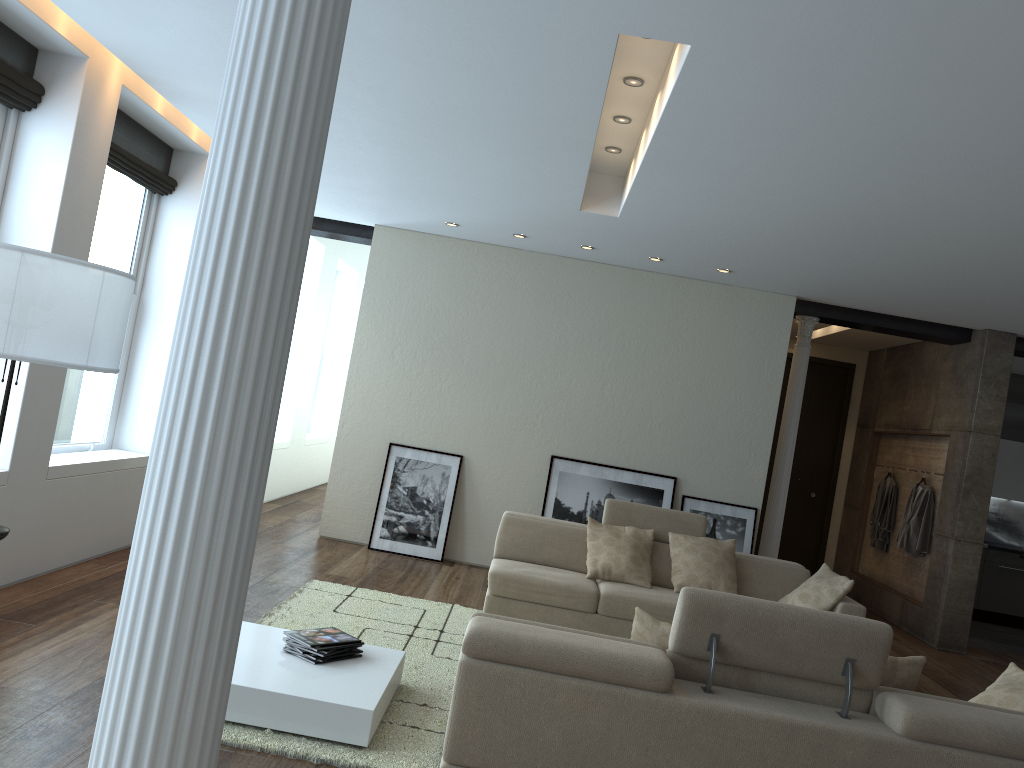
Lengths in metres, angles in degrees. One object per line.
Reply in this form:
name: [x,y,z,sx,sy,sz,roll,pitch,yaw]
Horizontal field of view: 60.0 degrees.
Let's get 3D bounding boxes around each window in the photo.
window: [-2.914,-0.712,4.177,0.123,2.400,1.442,10,-2,2]
window: [-2.867,-0.648,6.017,0.123,2.400,1.443,10,-2,2]

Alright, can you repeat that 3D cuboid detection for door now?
door: [3.579,1.050,11.235,1.037,2.814,0.246,10,-2,2]

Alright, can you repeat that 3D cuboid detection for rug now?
rug: [0.594,1.748,4.900,4.231,0.020,2.972,10,-2,2]

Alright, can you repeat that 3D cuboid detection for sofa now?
sofa: [1.064,1.319,3.587,2.581,0.950,1.021,10,-2,2]
sofa: [1.140,1.423,6.531,2.581,0.950,1.021,10,-2,2]

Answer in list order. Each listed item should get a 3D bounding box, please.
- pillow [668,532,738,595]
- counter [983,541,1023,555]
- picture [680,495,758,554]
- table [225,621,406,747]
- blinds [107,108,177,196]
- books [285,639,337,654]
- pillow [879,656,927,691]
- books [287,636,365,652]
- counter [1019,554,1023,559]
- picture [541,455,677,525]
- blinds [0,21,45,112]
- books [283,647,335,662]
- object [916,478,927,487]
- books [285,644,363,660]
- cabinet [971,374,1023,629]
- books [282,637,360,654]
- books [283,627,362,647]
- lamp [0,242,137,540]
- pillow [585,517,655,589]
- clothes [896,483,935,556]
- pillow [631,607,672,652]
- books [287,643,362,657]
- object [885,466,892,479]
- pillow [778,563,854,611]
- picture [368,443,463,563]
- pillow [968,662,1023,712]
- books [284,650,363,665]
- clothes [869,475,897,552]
pillow: [1.413,1.340,6.541,0.534,0.439,0.301,10,-2,-2]
counter: [6.132,2.105,10.742,3.597,0.223,0.807,10,-2,2]
picture: [1.842,1.574,8.124,0.700,0.988,0.195,10,-2,2]
table: [-1.005,1.344,4.052,0.900,0.170,0.900,10,-2,2]
blinds: [-2.629,-1.636,6.047,0.156,0.393,1.442,10,-2,2]
books: [-0.907,1.226,4.232,0.220,0.010,0.300,10,-2,17]
pillow: [1.337,1.235,3.570,0.534,0.439,0.301,10,-2,5]
books: [-0.885,1.220,4.217,0.220,0.010,0.300,9,-2,37]
counter: [7.032,2.074,8.569,3.700,0.040,1.000,10,-2,2]
picture: [0.849,1.323,8.145,1.183,1.140,0.225,10,-2,2]
blinds: [-2.678,-1.694,4.207,0.156,0.424,1.439,10,-2,2]
books: [-0.913,1.264,4.231,0.220,0.010,0.300,9,-2,22]
object: [4.219,1.003,9.099,0.010,0.219,0.430,10,-2,2]
books: [-0.892,1.258,4.216,0.220,0.010,0.300,9,-2,37]
cabinet: [8.130,1.744,10.693,7.409,2.980,0.827,10,-2,2]
books: [-0.910,1.245,4.232,0.300,0.010,0.220,11,-2,-38]
books: [-0.903,1.207,4.233,0.220,0.010,0.300,8,-2,42]
lamp: [-1.881,0.388,3.184,0.698,1.728,0.698,9,-2,26]
pillow: [0.796,1.241,6.548,0.519,0.416,0.368,10,-2,-3]
clothes: [4.137,1.383,9.098,0.173,0.735,0.700,10,-2,0]
pillow: [0.720,1.138,3.602,0.519,0.416,0.368,10,-2,6]
books: [-0.888,1.239,4.217,0.220,0.010,0.300,9,-2,27]
object: [4.253,1.037,10.000,0.010,0.219,0.430,10,-2,2]
pillow: [2.152,1.484,6.279,0.395,0.393,0.518,10,-2,-2]
picture: [-0.891,1.093,8.212,0.700,0.988,0.195,10,-2,2]
pillow: [2.088,1.397,3.783,0.395,0.393,0.518,10,-2,5]
books: [-0.895,1.277,4.216,0.220,0.010,0.300,9,-2,37]
clothes: [4.165,1.441,9.995,0.141,0.855,0.569,10,-2,2]
